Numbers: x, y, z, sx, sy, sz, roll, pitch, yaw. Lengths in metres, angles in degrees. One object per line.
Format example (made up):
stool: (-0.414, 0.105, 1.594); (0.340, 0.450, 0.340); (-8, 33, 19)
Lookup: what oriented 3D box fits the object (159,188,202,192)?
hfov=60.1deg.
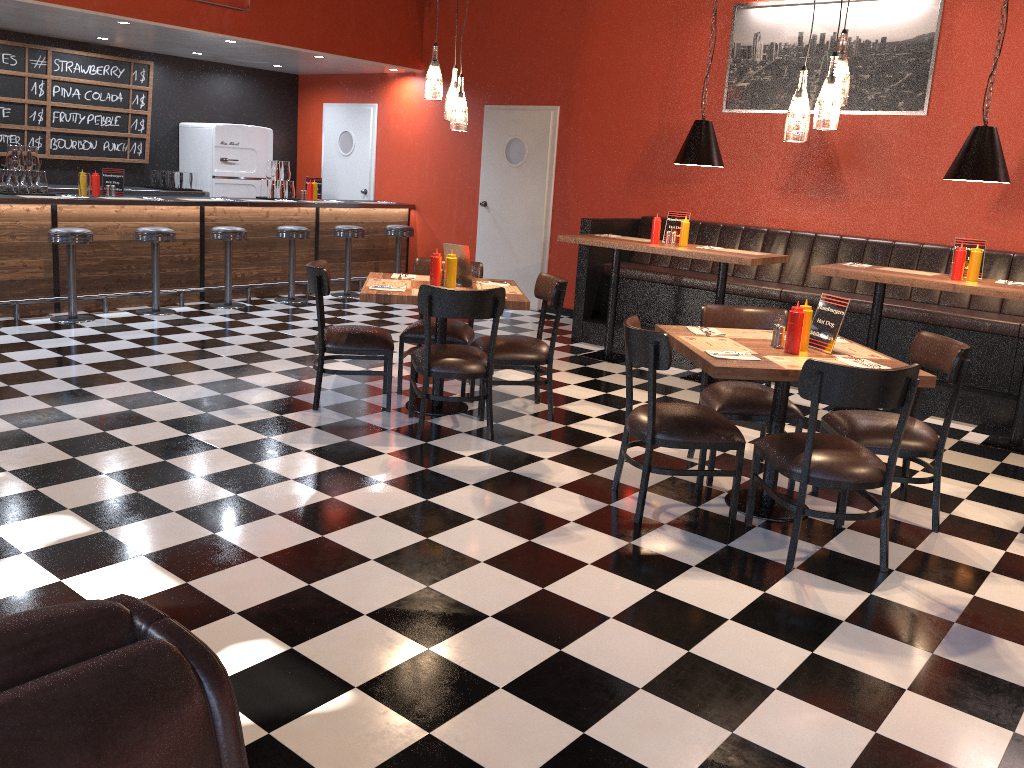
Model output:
object: (-3.860, -2.264, 10.319); (0.274, 0.018, 0.439); (14, 17, 37)

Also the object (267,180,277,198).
object: (-2.624, -2.122, 9.678); (0.105, 0.207, 0.106); (3, 12, -6)

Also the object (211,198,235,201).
object: (-2.932, -1.865, 8.941); (0.256, 0.019, 0.158); (15, 17, 38)

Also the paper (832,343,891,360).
paper: (1.578, -0.162, 4.190); (0.261, 0.001, 0.369); (3, 14, -5)

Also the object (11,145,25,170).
object: (-4.262, -1.951, 7.638); (0.105, 0.207, 0.106); (3, 12, -6)

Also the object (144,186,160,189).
object: (-4.100, -2.324, 10.499); (0.274, 0.018, 0.439); (14, 17, 37)

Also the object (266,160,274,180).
object: (-2.651, -2.350, 9.729); (0.105, 0.207, 0.106); (3, 12, -6)

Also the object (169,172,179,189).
object: (-3.875, -2.323, 10.159); (0.105, 0.207, 0.106); (3, 12, -6)

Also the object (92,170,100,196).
object: (-3.838, -1.852, 8.170); (0.068, 0.236, 0.068); (-5, 15, -38)

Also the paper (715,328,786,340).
paper: (1.208, -0.252, 4.458); (0.365, 0.001, 0.263); (2, 14, -8)

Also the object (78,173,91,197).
object: (-3.846, -1.790, 7.977); (0.105, 0.207, 0.106); (3, 12, -6)

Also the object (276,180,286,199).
object: (-2.547, -2.136, 9.755); (0.105, 0.207, 0.106); (3, 12, -6)

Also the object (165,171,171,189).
object: (-3.951, -2.347, 10.234); (0.105, 0.207, 0.106); (3, 12, -6)

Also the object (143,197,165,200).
object: (-3.379, -1.750, 8.343); (0.158, 0.019, 0.257); (-6, 17, -35)

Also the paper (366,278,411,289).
paper: (-0.747, -0.612, 5.389); (0.261, 0.001, 0.369); (2, 14, -6)

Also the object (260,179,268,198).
object: (-2.718, -2.143, 9.735); (0.105, 0.207, 0.106); (3, 12, -6)

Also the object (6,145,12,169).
object: (-4.335, -1.969, 7.690); (0.105, 0.207, 0.106); (3, 12, -6)

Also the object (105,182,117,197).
object: (-3.722, -1.802, 8.216); (0.093, 0.135, 0.047); (4, 12, -1)

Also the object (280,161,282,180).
object: (-2.584, -2.369, 9.824); (0.105, 0.207, 0.106); (3, 12, -6)

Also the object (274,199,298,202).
object: (-2.448, -1.976, 9.534); (0.256, 0.019, 0.158); (13, 16, 33)

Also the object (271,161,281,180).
object: (-2.578, -2.332, 9.676); (0.105, 0.207, 0.106); (3, 12, -6)

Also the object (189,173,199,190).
object: (-3.715, -2.358, 10.346); (0.105, 0.207, 0.106); (3, 12, -6)

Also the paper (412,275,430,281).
paper: (-0.460, -0.680, 5.749); (0.365, 0.001, 0.263); (3, 14, -4)

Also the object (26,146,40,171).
object: (-4.179, -1.966, 7.721); (0.105, 0.207, 0.106); (3, 12, -6)

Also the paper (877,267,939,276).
paper: (2.710, -0.770, 6.060); (0.367, 0.001, 0.262); (16, 18, 40)

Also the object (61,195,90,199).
object: (-3.857, -1.651, 7.803); (0.256, 0.019, 0.158); (13, 16, 33)

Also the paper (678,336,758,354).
paper: (0.944, -0.183, 4.101); (0.261, 0.001, 0.369); (2, 14, -8)

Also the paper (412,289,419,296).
paper: (-0.395, -0.524, 5.124); (0.365, 0.001, 0.263); (2, 14, -7)

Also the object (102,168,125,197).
object: (-3.739, -1.888, 8.307); (0.188, 0.255, 0.073); (0, 12, -16)

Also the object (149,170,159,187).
object: (-4.205, -2.407, 10.409); (0.105, 0.207, 0.106); (3, 12, -6)

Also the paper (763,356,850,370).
paper: (1.296, -0.088, 3.808); (0.365, 0.001, 0.263); (2, 14, -8)

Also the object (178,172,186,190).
object: (-3.836, -2.350, 10.281); (0.105, 0.207, 0.106); (3, 12, -6)

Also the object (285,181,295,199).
object: (-2.464, -2.152, 9.844); (0.105, 0.207, 0.106); (3, 12, -6)

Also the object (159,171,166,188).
object: (-4.083, -2.394, 10.392); (0.105, 0.207, 0.106); (3, 12, -6)

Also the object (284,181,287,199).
object: (-2.561, -2.174, 9.908); (0.105, 0.207, 0.106); (3, 12, -6)

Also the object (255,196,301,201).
object: (-2.590, -2.056, 9.823); (0.274, 0.018, 0.439); (14, 17, 37)

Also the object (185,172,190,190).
object: (-3.808, -2.380, 10.412); (0.105, 0.207, 0.106); (3, 12, -6)

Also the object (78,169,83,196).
object: (-3.930, -1.843, 8.110); (0.068, 0.236, 0.068); (-5, 15, -38)

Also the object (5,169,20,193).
object: (-4.309, -1.741, 7.639); (0.105, 0.207, 0.106); (3, 12, -6)

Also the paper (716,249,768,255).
paper: (1.767, -1.012, 6.790); (0.367, 0.001, 0.262); (16, 18, 40)

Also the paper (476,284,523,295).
paper: (-0.083, -0.586, 5.467); (0.261, 0.001, 0.369); (2, 14, -6)

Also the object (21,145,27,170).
object: (-4.269, -1.987, 7.785); (0.105, 0.207, 0.106); (3, 12, -6)

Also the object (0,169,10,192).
object: (-4.403, -1.762, 7.697); (0.105, 0.207, 0.106); (3, 12, -6)
